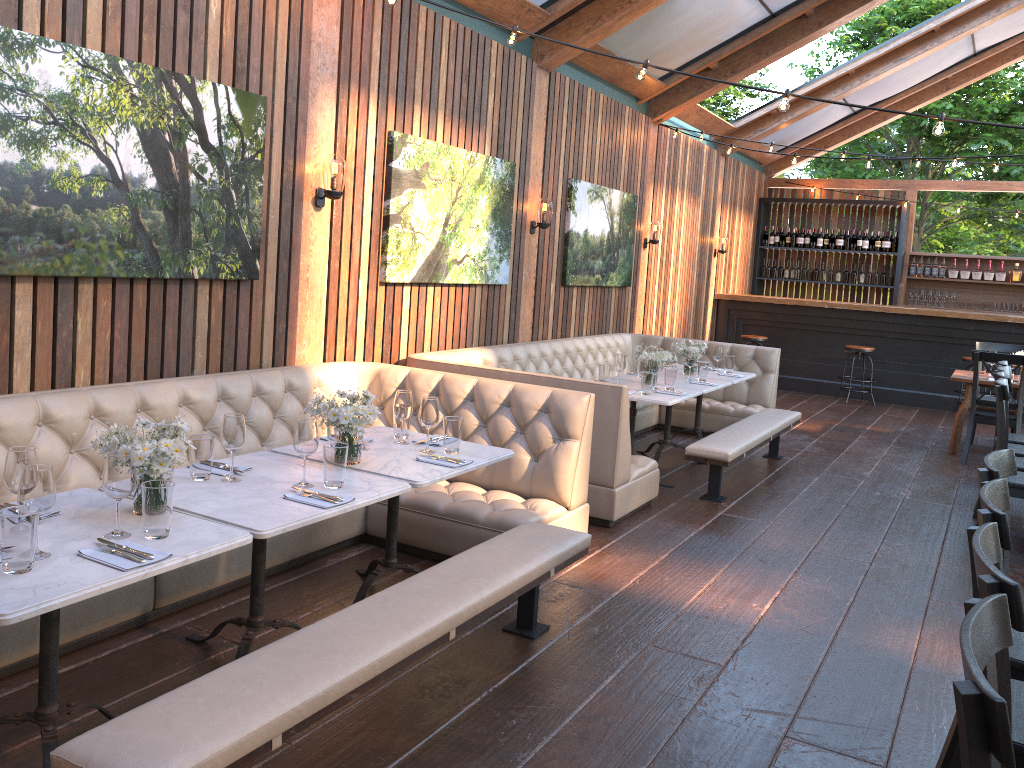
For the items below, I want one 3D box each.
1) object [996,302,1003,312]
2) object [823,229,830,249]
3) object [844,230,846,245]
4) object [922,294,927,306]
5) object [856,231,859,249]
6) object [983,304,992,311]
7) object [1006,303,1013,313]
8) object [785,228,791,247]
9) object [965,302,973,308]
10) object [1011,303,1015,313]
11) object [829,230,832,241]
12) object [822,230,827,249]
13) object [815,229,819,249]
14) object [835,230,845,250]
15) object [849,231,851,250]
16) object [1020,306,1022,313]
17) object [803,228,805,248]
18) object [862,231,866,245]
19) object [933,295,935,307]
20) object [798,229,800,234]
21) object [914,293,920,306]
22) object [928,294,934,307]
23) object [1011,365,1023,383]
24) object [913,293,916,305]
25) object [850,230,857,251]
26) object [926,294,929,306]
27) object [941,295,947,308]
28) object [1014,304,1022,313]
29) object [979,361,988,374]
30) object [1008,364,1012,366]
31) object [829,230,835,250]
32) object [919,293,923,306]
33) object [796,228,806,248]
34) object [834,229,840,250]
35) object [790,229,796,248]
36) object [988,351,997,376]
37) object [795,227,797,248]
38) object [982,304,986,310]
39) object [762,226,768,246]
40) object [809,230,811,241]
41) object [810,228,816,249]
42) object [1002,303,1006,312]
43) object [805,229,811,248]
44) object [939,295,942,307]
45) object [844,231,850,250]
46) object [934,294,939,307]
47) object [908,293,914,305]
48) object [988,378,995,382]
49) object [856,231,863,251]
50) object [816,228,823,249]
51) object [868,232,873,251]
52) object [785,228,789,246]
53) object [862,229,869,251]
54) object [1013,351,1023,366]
[{"bbox_3d":[7.121,-1.123,12.930,0.097,0.134,0.097,5,6,15],"label":"object"},{"bbox_3d":[4.960,-2.277,13.940,0.078,0.311,0.078,6,5,24],"label":"object"},{"bbox_3d":[5.237,-2.265,13.939,0.081,0.322,0.081,4,4,7],"label":"object"},{"bbox_3d":[6.176,-1.259,13.259,0.070,0.184,0.070,7,6,33],"label":"object"},{"bbox_3d":[5.382,-2.233,13.820,0.136,0.314,0.137,3,5,-9],"label":"object"},{"bbox_3d":[6.990,-1.126,13.017,0.124,0.096,0.124,9,9,40],"label":"object"},{"bbox_3d":[7.225,-1.107,12.865,0.097,0.134,0.097,5,6,15],"label":"object"},{"bbox_3d":[4.448,-2.351,14.220,0.078,0.311,0.078,6,5,24],"label":"object"},{"bbox_3d":[6.844,-1.167,13.241,0.124,0.096,0.124,9,9,40],"label":"object"},{"bbox_3d":[7.338,-1.109,12.939,0.097,0.134,0.097,5,6,15],"label":"object"},{"bbox_3d":[5.046,-2.276,13.971,0.078,0.311,0.078,6,5,24],"label":"object"},{"bbox_3d":[4.985,-2.295,14.082,0.077,0.308,0.078,4,4,7],"label":"object"},{"bbox_3d":[4.861,-2.305,14.084,0.136,0.314,0.137,3,5,-9],"label":"object"},{"bbox_3d":[5.138,-2.253,13.847,0.136,0.314,0.137,3,5,-9],"label":"object"},{"bbox_3d":[5.269,-2.243,13.858,0.077,0.305,0.077,0,6,-44],"label":"object"},{"bbox_3d":[7.437,-1.095,12.885,0.097,0.134,0.097,5,6,15],"label":"object"},{"bbox_3d":[4.696,-2.345,14.250,0.081,0.322,0.081,4,4,7],"label":"object"},{"bbox_3d":[5.461,-2.214,13.726,0.078,0.311,0.078,6,5,24],"label":"object"},{"bbox_3d":[6.348,-1.249,13.272,0.070,0.184,0.070,7,6,33],"label":"object"},{"bbox_3d":[4.634,-2.351,14.330,0.077,0.305,0.077,0,6,-44],"label":"object"},{"bbox_3d":[6.091,-1.271,13.305,0.070,0.184,0.070,7,6,33],"label":"object"},{"bbox_3d":[6.262,-1.250,13.234,0.070,0.184,0.070,7,6,33],"label":"object"},{"bbox_3d":[4.689,-0.093,8.226,0.092,0.157,0.092,0,6,-35],"label":"object"},{"bbox_3d":[6.109,-1.282,13.390,0.070,0.184,0.070,7,6,33],"label":"object"},{"bbox_3d":[5.302,-2.230,13.720,0.081,0.322,0.081,4,4,7],"label":"object"},{"bbox_3d":[6.266,-1.262,13.321,0.070,0.184,0.070,7,6,33],"label":"object"},{"bbox_3d":[6.407,-1.227,13.137,0.070,0.184,0.070,7,6,33],"label":"object"},{"bbox_3d":[7.330,-1.094,12.827,0.097,0.134,0.097,5,6,15],"label":"object"},{"bbox_3d":[4.711,-0.180,8.862,0.092,0.157,0.092,0,6,-35],"label":"object"},{"bbox_3d":[4.695,-0.152,8.342,0.092,0.243,0.093,2,5,-19],"label":"object"},{"bbox_3d":[5.016,-2.261,13.857,0.077,0.308,0.078,4,4,7],"label":"object"},{"bbox_3d":[6.190,-1.272,13.356,0.070,0.184,0.070,7,6,33],"label":"object"},{"bbox_3d":[4.622,-2.330,14.149,0.136,0.314,0.137,3,5,-9],"label":"object"},{"bbox_3d":[5.147,-2.280,13.975,0.087,0.333,0.088,5,4,9],"label":"object"},{"bbox_3d":[4.499,-2.332,14.144,0.075,0.301,0.076,0,6,-44],"label":"object"},{"bbox_3d":[4.740,-0.204,8.738,0.092,0.243,0.093,2,5,-19],"label":"object"},{"bbox_3d":[4.567,-2.360,14.270,0.087,0.333,0.088,5,4,9],"label":"object"},{"bbox_3d":[7.044,-1.143,13.163,0.124,0.096,0.124,9,9,40],"label":"object"},{"bbox_3d":[4.134,-2.406,14.420,0.081,0.323,0.171,5,5,14],"label":"object"},{"bbox_3d":[4.760,-2.318,14.171,0.075,0.301,0.076,0,6,-44],"label":"object"},{"bbox_3d":[4.769,-2.304,13.995,0.081,0.322,0.081,4,4,7],"label":"object"},{"bbox_3d":[7.243,-1.125,13.009,0.097,0.134,0.097,5,6,15],"label":"object"},{"bbox_3d":[4.703,-2.309,14.063,0.077,0.305,0.077,0,6,-44],"label":"object"},{"bbox_3d":[6.417,-1.239,13.227,0.070,0.184,0.070,7,6,33],"label":"object"},{"bbox_3d":[5.221,-2.231,13.766,0.075,0.301,0.076,5,4,12],"label":"object"},{"bbox_3d":[6.317,-1.237,13.171,0.070,0.184,0.070,7,6,33],"label":"object"},{"bbox_3d":[6.019,-1.283,13.353,0.070,0.184,0.070,7,6,33],"label":"object"},{"bbox_3d":[4.543,-0.039,8.272,0.158,0.019,0.256,8,9,29],"label":"object"},{"bbox_3d":[5.370,-2.208,13.656,0.077,0.305,0.077,0,6,-44],"label":"object"},{"bbox_3d":[4.861,-2.296,13.951,0.087,0.333,0.088,5,4,9],"label":"object"},{"bbox_3d":[5.561,-2.199,13.697,0.075,0.301,0.076,5,4,12],"label":"object"},{"bbox_3d":[4.462,-2.362,14.311,0.077,0.308,0.078,4,4,7],"label":"object"},{"bbox_3d":[5.450,-2.211,13.623,0.087,0.333,0.088,5,4,9],"label":"object"},{"bbox_3d":[4.940,-0.182,8.438,0.336,0.308,0.331,3,6,-6],"label":"object"}]
